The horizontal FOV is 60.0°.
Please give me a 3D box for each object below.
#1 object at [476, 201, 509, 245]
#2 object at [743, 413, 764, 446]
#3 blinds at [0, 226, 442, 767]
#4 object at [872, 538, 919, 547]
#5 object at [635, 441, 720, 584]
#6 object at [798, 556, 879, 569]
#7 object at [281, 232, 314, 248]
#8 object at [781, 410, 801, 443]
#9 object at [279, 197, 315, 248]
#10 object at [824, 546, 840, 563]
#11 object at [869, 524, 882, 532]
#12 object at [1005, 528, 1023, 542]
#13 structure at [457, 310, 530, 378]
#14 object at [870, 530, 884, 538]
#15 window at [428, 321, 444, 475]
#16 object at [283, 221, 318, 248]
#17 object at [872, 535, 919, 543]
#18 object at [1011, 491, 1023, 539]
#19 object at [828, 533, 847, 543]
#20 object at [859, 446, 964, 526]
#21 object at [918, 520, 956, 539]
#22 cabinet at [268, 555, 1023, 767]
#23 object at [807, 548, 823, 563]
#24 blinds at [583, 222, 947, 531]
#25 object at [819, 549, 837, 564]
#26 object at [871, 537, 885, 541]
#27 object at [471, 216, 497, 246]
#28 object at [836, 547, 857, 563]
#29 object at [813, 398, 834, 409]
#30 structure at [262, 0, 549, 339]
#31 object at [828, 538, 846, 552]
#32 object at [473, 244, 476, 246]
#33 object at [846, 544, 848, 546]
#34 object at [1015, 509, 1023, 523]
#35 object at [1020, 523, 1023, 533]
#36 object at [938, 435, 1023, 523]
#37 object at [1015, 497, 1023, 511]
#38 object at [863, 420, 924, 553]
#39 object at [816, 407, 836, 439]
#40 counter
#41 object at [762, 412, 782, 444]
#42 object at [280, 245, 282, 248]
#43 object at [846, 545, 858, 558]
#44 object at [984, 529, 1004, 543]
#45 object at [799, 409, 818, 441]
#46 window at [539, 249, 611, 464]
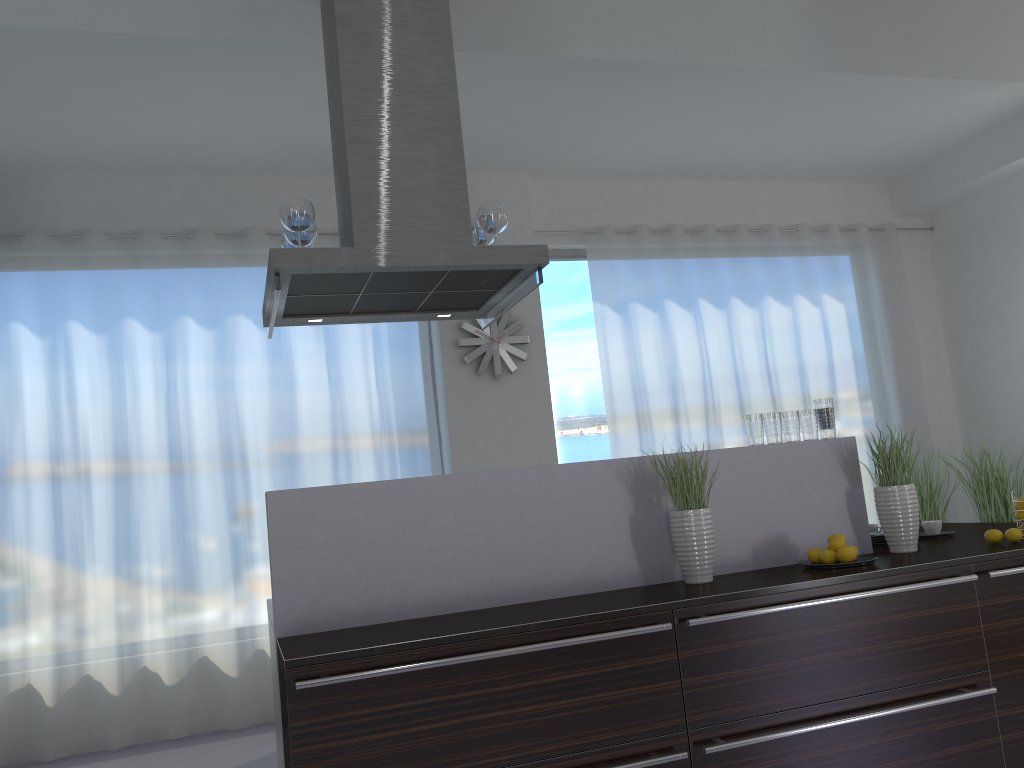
[{"bbox_3d":[-0.068,-0.578,3.401,0.125,0.221,0.125,-7,-7,7],"label":"object"},{"bbox_3d":[0.918,0.175,3.356,0.071,0.119,0.072,-11,-9,32],"label":"object"},{"bbox_3d":[-2.013,0.546,5.456,3.245,3.112,0.120,-4,-8,-18],"label":"blinds"},{"bbox_3d":[1.538,0.654,3.664,0.232,0.020,0.232,-5,-7,-9],"label":"object"},{"bbox_3d":[0.609,0.420,3.009,0.269,0.502,0.247,-4,-8,-17],"label":"object"},{"bbox_3d":[1.130,0.618,3.071,0.232,0.020,0.232,-5,-7,-9],"label":"object"},{"bbox_3d":[-0.832,-0.491,3.459,0.125,0.221,0.125,-7,-7,7],"label":"object"},{"bbox_3d":[1.072,0.165,3.405,0.072,0.119,0.071,-9,-8,22],"label":"object"},{"bbox_3d":[-0.755,-0.540,3.138,0.125,0.221,0.125,-7,-7,7],"label":"object"},{"bbox_3d":[1.126,0.598,3.112,0.057,0.060,0.071,-4,-8,-16],"label":"object"},{"bbox_3d":[1.588,0.661,3.943,0.153,0.069,0.153,-8,-8,15],"label":"object"},{"bbox_3d":[1.822,0.549,3.218,0.063,0.051,0.053,-4,-8,-14],"label":"object"},{"bbox_3d":[-0.121,-0.293,6.057,0.505,0.505,0.076,-4,-8,-18],"label":"structure"},{"bbox_3d":[1.343,0.584,3.698,0.646,0.147,0.269,-7,-7,7],"label":"object"},{"bbox_3d":[-1.943,0.386,5.740,3.000,2.500,0.100,-4,-8,-18],"label":"window"},{"bbox_3d":[-0.785,-0.515,3.311,0.125,0.221,0.125,-7,-7,7],"label":"object"},{"bbox_3d":[1.537,0.644,3.665,0.232,0.020,0.232,-5,-7,-9],"label":"object"},{"bbox_3d":[2.004,0.480,3.321,0.207,0.174,0.189,-11,-9,37],"label":"object"},{"bbox_3d":[1.146,0.551,3.125,0.063,0.048,0.053,-12,-9,38],"label":"object"},{"bbox_3d":[2.950,1.049,6.343,0.713,1.334,0.656,-4,-8,-17],"label":"object"},{"bbox_3d":[1.784,0.616,3.758,0.153,0.069,0.153,1,-10,-44],"label":"object"},{"bbox_3d":[0.839,1.122,3.302,3.285,0.852,1.377,-4,-8,-18],"label":"cabinet"},{"bbox_3d":[1.067,0.602,3.107,0.061,0.054,0.052,-10,-8,29],"label":"object"},{"bbox_3d":[2.043,0.289,6.755,2.830,3.112,0.120,-4,-8,-18],"label":"blinds"},{"bbox_3d":[1.092,0.597,3.057,0.063,0.051,0.053,-4,-8,-14],"label":"object"},{"bbox_3d":[1.536,0.634,3.666,0.232,0.020,0.232,-4,-8,-14],"label":"object"},{"bbox_3d":[-0.115,-0.554,3.550,0.125,0.221,0.125,-7,-7,7],"label":"object"},{"bbox_3d":[1.140,0.584,3.025,0.070,0.058,0.060,-3,-8,-19],"label":"object"},{"bbox_3d":[1.221,0.117,3.459,0.072,0.119,0.071,-9,-8,22],"label":"object"},{"bbox_3d":[-0.521,-0.888,3.580,0.981,1.231,0.915,-4,-8,-18],"label":"structure"},{"bbox_3d":[1.128,0.557,3.075,0.061,0.047,0.053,-4,-8,-15],"label":"object"},{"bbox_3d":[-0.158,-0.532,3.689,0.125,0.221,0.125,-7,-7,7],"label":"object"},{"bbox_3d":[1.172,0.591,3.138,0.051,0.053,0.063,-9,-8,22],"label":"object"},{"bbox_3d":[1.913,0.491,3.307,0.063,0.051,0.053,-12,-10,41],"label":"object"},{"bbox_3d":[1.952,0.546,3.343,0.061,0.053,0.053,-9,-8,24],"label":"object"},{"bbox_3d":[3.569,1.014,6.575,0.656,1.334,0.713,-1,-9,-33],"label":"object"},{"bbox_3d":[1.924,0.454,3.336,0.052,0.060,0.057,-2,-8,-30],"label":"object"},{"bbox_3d":[1.447,0.371,3.303,0.247,0.502,0.269,-9,-8,25],"label":"object"},{"bbox_3d":[1.225,0.155,3.454,0.072,0.119,0.071,-9,-8,22],"label":"object"},{"bbox_3d":[0.815,0.903,3.341,3.291,1.300,1.302,-4,-8,-18],"label":"counter"},{"bbox_3d":[0.995,0.170,3.381,0.072,0.119,0.071,-9,-8,22],"label":"object"},{"bbox_3d":[-0.875,-0.468,3.598,0.125,0.221,0.125,-7,-7,7],"label":"object"},{"bbox_3d":[1.174,0.588,3.080,0.061,0.054,0.052,0,-10,-40],"label":"object"},{"bbox_3d":[1.768,0.559,3.251,0.063,0.051,0.053,-12,-10,41],"label":"object"},{"bbox_3d":[1.148,0.160,3.430,0.072,0.119,0.071,-9,-8,22],"label":"object"},{"bbox_3d":[1.622,0.160,6.883,3.000,2.500,0.100,-4,-8,-18],"label":"window"}]
